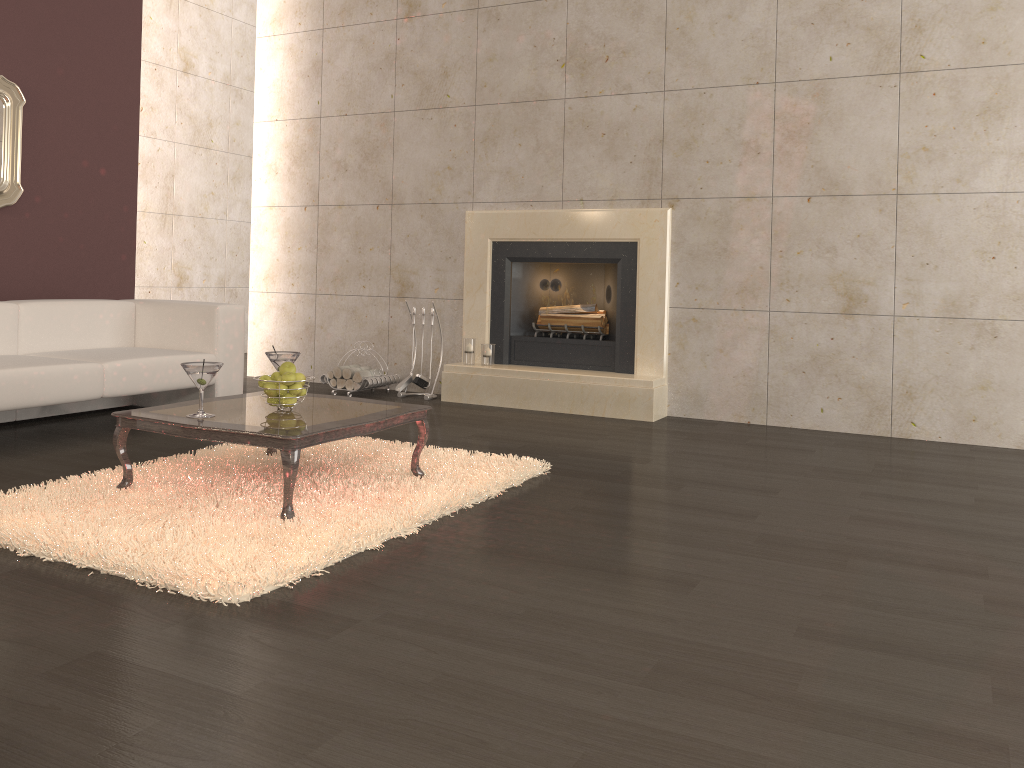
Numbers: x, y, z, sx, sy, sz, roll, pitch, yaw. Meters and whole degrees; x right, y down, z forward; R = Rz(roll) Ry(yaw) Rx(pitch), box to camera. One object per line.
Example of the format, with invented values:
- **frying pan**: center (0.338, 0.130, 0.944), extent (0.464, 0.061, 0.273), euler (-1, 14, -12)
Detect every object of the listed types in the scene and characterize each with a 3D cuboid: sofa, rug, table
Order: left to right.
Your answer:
- **sofa**: center (-2.623, -0.073, 4.289), extent (0.945, 0.648, 2.793), euler (4, 7, 26)
- **rug**: center (-0.901, 0.398, 3.403), extent (1.512, 0.067, 2.005), euler (5, 7, 26)
- **table**: center (-0.905, 0.250, 3.424), extent (0.906, 0.302, 0.917), euler (4, 7, 25)

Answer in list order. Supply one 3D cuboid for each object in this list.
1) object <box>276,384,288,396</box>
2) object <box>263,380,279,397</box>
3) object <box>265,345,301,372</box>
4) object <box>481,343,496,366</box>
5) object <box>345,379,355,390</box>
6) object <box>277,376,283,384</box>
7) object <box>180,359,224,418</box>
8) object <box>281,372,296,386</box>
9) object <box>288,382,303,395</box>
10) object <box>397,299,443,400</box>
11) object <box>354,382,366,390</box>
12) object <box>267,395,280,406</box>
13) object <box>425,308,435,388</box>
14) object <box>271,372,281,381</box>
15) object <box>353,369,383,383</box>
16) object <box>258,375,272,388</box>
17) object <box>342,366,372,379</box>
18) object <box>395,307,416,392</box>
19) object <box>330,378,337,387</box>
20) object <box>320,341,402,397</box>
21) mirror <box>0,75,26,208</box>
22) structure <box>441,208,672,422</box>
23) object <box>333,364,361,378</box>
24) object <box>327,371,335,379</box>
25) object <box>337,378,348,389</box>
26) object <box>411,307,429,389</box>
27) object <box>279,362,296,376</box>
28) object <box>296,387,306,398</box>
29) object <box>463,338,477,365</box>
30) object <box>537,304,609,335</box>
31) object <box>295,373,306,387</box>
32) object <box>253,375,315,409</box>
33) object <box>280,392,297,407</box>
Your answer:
- **object**: center (-0.875, 0.022, 3.350), extent (0.044, 0.045, 0.045), euler (3, 3, 18)
- **object**: center (-0.917, 0.017, 3.370), extent (0.066, 0.066, 0.066), euler (1, 3, -6)
- **object**: center (-0.978, -0.051, 3.755), extent (0.151, 0.216, 0.152), euler (2, 2, 2)
- **object**: center (-0.167, -0.204, 6.113), extent (0.108, 0.148, 0.108), euler (3, 3, 31)
- **object**: center (-1.091, -0.008, 6.340), extent (0.079, 0.076, 0.252), euler (3, 6, 26)
- **object**: center (-0.882, -0.011, 3.387), extent (0.045, 0.043, 0.045), euler (1, 3, -2)
- **object**: center (-1.132, 0.008, 3.211), extent (0.151, 0.216, 0.151), euler (2, 2, 19)
- **object**: center (-0.851, -0.020, 3.354), extent (0.054, 0.051, 0.054), euler (3, 4, 27)
- **object**: center (-0.831, 0.017, 3.375), extent (0.053, 0.051, 0.053), euler (4, 4, 31)
- **object**: center (-0.638, -0.252, 6.264), extent (0.263, 0.697, 0.217), euler (2, 1, 27)
- **object**: center (-1.034, 0.006, 6.305), extent (0.061, 0.059, 0.244), euler (3, 6, 26)
- **object**: center (-0.922, 0.059, 3.414), extent (0.055, 0.054, 0.055), euler (4, 4, 38)
- **object**: center (-0.581, -0.256, 6.198), extent (0.027, 0.564, 0.106), euler (1, 0, 19)
- **object**: center (-0.916, -0.024, 3.435), extent (0.050, 0.049, 0.045), euler (4, 4, 41)
- **object**: center (-1.030, -0.060, 6.316), extent (0.080, 0.079, 0.263), euler (3, 6, 26)
- **object**: center (-0.954, -0.007, 3.404), extent (0.054, 0.054, 0.054), euler (1, 3, -11)
- **object**: center (-1.114, -0.083, 6.352), extent (0.079, 0.076, 0.252), euler (3, 6, 26)
- **object**: center (-0.747, -0.251, 6.276), extent (0.125, 0.602, 0.116), euler (1, 0, -24)
- **object**: center (-1.221, -0.022, 6.404), extent (0.057, 0.057, 0.252), euler (3, 6, 26)
- **object**: center (-1.091, -0.123, 6.413), extent (0.432, 0.379, 0.503), euler (3, 5, 27)
- **mirror**: center (-3.465, -1.411, 4.734), extent (0.047, 0.821, 1.789), euler (1, 5, 27)
- **structure**: center (0.338, -0.521, 6.015), extent (1.528, 1.339, 0.588), euler (3, 2, 27)
- **object**: center (-1.191, -0.093, 6.390), extent (0.082, 0.082, 0.252), euler (3, 6, 26)
- **object**: center (-1.246, -0.077, 6.417), extent (0.057, 0.057, 0.252), euler (3, 6, 26)
- **object**: center (-1.153, -0.015, 6.388), extent (0.083, 0.073, 0.277), euler (3, 6, 26)
- **object**: center (-0.640, -0.253, 6.257), extent (0.136, 0.587, 0.070), euler (1, 0, -39)
- **object**: center (-0.871, -0.055, 3.420), extent (0.062, 0.064, 0.062), euler (3, 4, 27)
- **object**: center (-0.831, 0.031, 3.446), extent (0.051, 0.048, 0.051), euler (3, 4, 21)
- **object**: center (-0.298, -0.227, 6.130), extent (0.098, 0.183, 0.098), euler (1, 1, -20)
- **object**: center (0.426, -0.460, 6.129), extent (0.514, 0.211, 0.221), euler (4, 4, 27)
- **object**: center (-0.831, -0.014, 3.425), extent (0.057, 0.061, 0.063), euler (1, 3, -4)
- **object**: center (-0.883, 0.035, 3.416), extent (0.233, 0.118, 0.235), euler (0, 6, -18)
- **object**: center (-0.863, 0.057, 3.391), extent (0.069, 0.063, 0.068), euler (0, 4, -18)
